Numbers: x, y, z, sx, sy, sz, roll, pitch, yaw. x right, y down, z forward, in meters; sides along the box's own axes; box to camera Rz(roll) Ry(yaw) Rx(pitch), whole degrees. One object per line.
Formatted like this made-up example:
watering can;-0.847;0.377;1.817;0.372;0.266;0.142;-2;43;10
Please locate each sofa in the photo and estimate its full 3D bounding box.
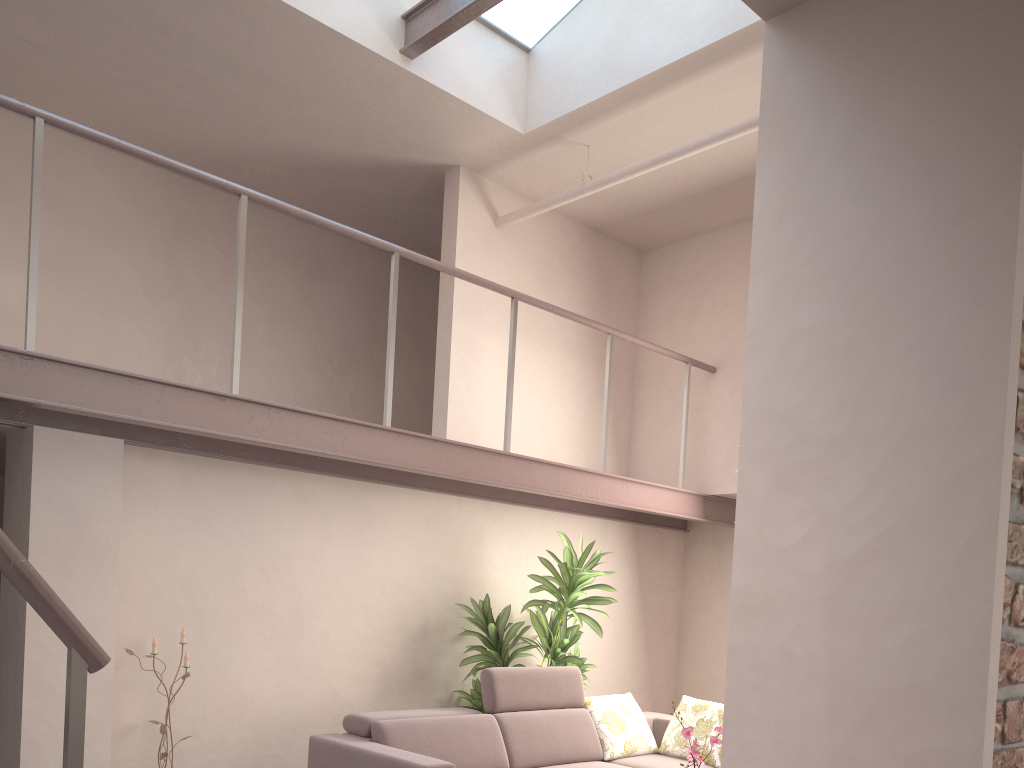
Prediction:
sofa;0.571;2.051;4.811;3.250;0.931;2.144;15;-16;-42

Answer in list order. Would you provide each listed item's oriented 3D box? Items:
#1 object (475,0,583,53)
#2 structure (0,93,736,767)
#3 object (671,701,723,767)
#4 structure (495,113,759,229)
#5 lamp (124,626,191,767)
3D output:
object;-0.752;-3.031;3.230;4.681;0.664;2.322;15;-17;-42
structure;0.146;0.718;4.081;7.411;3.177;3.745;14;-12;-43
object;0.831;1.691;3.967;0.363;0.592;0.306;1;-3;41
structure;1.293;-1.513;4.907;0.111;0.323;4.104;3;-10;-43
lamp;-1.823;1.802;4.666;0.341;1.121;0.233;3;1;-10
